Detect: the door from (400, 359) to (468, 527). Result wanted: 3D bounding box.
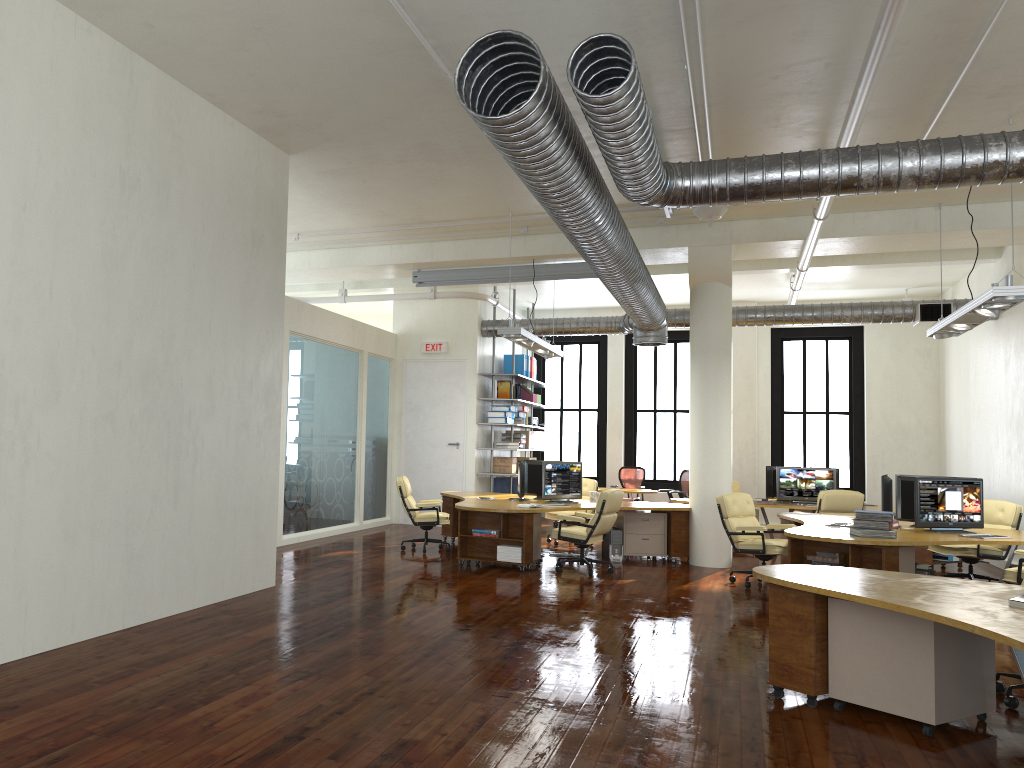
[{"bbox_3d":[-1.430,1.060,16.149,1.328,3.029,0.089,-1,-4,23],"label":"door"}]

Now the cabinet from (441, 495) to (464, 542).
[{"bbox_3d":[-0.464,2.065,13.524,0.809,0.709,0.968,4,-5,-34],"label":"cabinet"}]

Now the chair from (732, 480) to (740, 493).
[{"bbox_3d":[3.653,2.130,14.941,0.708,1.021,0.792,2,-4,-7],"label":"chair"}]

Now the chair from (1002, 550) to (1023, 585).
[{"bbox_3d":[4.879,1.669,7.932,0.859,1.021,0.647,-2,-5,43],"label":"chair"}]

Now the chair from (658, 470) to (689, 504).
[{"bbox_3d":[-0.602,1.978,15.495,7.697,1.157,0.970,2,-4,-8],"label":"chair"}]

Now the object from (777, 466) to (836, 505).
[{"bbox_3d":[4.443,1.537,13.387,0.856,0.552,0.274,0,-4,17],"label":"object"}]

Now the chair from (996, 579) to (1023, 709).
[{"bbox_3d":[3.335,1.444,5.399,0.716,1.021,0.778,4,-4,-31],"label":"chair"}]

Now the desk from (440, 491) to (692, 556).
[{"bbox_3d":[0.193,2.001,12.597,3.560,0.734,3.809,4,-5,-32],"label":"desk"}]

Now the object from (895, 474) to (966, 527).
[{"bbox_3d":[4.534,1.263,9.492,0.265,0.552,0.884,4,-5,-38],"label":"object"}]

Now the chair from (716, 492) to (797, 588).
[{"bbox_3d":[2.795,1.753,9.989,0.648,1.021,0.857,5,-5,-41],"label":"chair"}]

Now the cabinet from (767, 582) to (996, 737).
[{"bbox_3d":[2.188,1.556,5.240,0.807,0.709,0.971,4,-5,-36],"label":"cabinet"}]

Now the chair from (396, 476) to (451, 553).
[{"bbox_3d":[-1.225,1.802,12.341,0.799,1.021,0.701,1,-4,4],"label":"chair"}]

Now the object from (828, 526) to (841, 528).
[{"bbox_3d":[3.317,1.473,9.149,0.114,0.015,0.130,1,-4,6],"label":"object"}]

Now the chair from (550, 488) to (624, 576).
[{"bbox_3d":[0.886,1.744,10.652,0.851,1.021,0.654,-1,-4,29],"label":"chair"}]

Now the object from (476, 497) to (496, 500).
[{"bbox_3d":[-0.363,1.587,12.298,0.229,0.016,0.476,2,-4,-5],"label":"object"}]

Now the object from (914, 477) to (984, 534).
[{"bbox_3d":[4.417,1.221,8.947,0.776,0.552,0.302,2,-4,-12],"label":"object"}]

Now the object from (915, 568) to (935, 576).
[{"bbox_3d":[3.803,1.990,8.586,0.163,0.411,0.527,4,-5,-42],"label":"object"}]

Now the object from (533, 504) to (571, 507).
[{"bbox_3d":[0.482,1.536,11.235,0.457,0.016,0.239,3,-4,-13],"label":"object"}]

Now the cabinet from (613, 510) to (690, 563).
[{"bbox_3d":[1.887,2.039,12.173,0.888,0.709,0.889,2,-4,-4],"label":"cabinet"}]

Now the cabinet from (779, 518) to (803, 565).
[{"bbox_3d":[3.896,1.991,10.664,0.861,0.709,0.916,2,-4,-11],"label":"cabinet"}]

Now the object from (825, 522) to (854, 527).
[{"bbox_3d":[3.524,1.502,9.491,0.251,0.016,0.431,-1,-5,33],"label":"object"}]

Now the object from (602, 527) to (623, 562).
[{"bbox_3d":[1.357,2.159,11.984,0.180,0.411,0.480,1,-4,-5],"label":"object"}]

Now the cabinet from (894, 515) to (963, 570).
[{"bbox_3d":[5.570,2.157,12.305,0.806,0.709,0.972,4,-5,-36],"label":"cabinet"}]

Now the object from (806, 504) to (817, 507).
[{"bbox_3d":[4.515,1.766,12.796,0.519,0.016,0.209,-1,-5,30],"label":"object"}]

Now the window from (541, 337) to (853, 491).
[{"bbox_3d":[5.275,0.437,1.207,74.060,14.076,45.994,1,-4,4],"label":"window"}]

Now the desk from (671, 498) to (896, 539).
[{"bbox_3d":[4.739,2.226,13.888,4.210,0.734,3.224,0,-4,25],"label":"desk"}]

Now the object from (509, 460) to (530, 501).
[{"bbox_3d":[0.100,1.334,12.330,0.295,0.552,0.795,1,-4,-1],"label":"object"}]

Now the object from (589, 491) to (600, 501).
[{"bbox_3d":[1.178,1.607,12.721,0.131,0.131,0.118,4,-4,-30],"label":"object"}]

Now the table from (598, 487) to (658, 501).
[{"bbox_3d":[1.913,2.323,16.420,1.630,0.744,1.337,-2,-6,45],"label":"table"}]

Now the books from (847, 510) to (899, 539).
[{"bbox_3d":[3.356,1.307,8.283,0.453,0.227,0.418,-1,-5,30],"label":"books"}]

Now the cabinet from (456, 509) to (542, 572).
[{"bbox_3d":[-0.098,1.901,11.051,0.962,0.709,0.815,-1,-4,27],"label":"cabinet"}]

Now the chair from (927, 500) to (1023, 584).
[{"bbox_3d":[5.339,1.848,10.272,0.759,1.021,0.738,2,-4,-11],"label":"chair"}]

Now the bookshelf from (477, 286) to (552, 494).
[{"bbox_3d":[0.141,0.572,17.396,0.699,4.601,3.377,0,-4,15],"label":"bookshelf"}]

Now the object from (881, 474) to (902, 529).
[{"bbox_3d":[3.975,1.244,9.462,0.317,0.552,0.739,-1,-5,27],"label":"object"}]

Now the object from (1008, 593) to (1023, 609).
[{"bbox_3d":[2.808,1.093,4.556,0.547,0.093,0.409,1,-4,15],"label":"object"}]

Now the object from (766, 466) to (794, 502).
[{"bbox_3d":[4.284,1.576,14.002,0.743,0.552,0.315,4,-5,-29],"label":"object"}]

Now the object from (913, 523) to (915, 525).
[{"bbox_3d":[4.708,1.553,9.710,0.207,0.016,0.522,5,-5,-42],"label":"object"}]

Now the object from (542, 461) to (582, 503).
[{"bbox_3d":[0.690,1.328,12.006,0.731,0.552,0.320,5,-5,-40],"label":"object"}]

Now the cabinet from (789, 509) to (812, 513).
[{"bbox_3d":[5.092,2.318,14.781,0.957,0.709,0.820,0,-4,24],"label":"cabinet"}]

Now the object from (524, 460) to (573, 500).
[{"bbox_3d":[0.546,1.366,12.595,0.882,0.552,0.265,-1,-4,31],"label":"object"}]

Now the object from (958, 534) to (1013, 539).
[{"bbox_3d":[4.552,1.464,8.525,0.437,0.016,0.248,4,-5,-29],"label":"object"}]

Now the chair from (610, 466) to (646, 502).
[{"bbox_3d":[2.296,2.186,17.232,0.789,1.157,0.695,-1,-4,28],"label":"chair"}]

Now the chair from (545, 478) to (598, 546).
[{"bbox_3d":[0.902,1.960,13.681,0.781,1.021,0.712,-1,-4,29],"label":"chair"}]

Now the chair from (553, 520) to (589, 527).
[{"bbox_3d":[1.149,2.127,16.873,0.820,1.157,0.670,0,-4,23],"label":"chair"}]

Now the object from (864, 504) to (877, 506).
[{"bbox_3d":[5.407,1.856,13.694,0.229,0.016,0.476,2,-4,-5],"label":"object"}]

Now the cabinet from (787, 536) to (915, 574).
[{"bbox_3d":[3.279,1.814,8.429,0.805,0.709,0.972,5,-5,-41],"label":"cabinet"}]

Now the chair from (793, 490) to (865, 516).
[{"bbox_3d":[4.372,1.964,12.300,0.696,1.021,0.805,2,-4,-12],"label":"chair"}]

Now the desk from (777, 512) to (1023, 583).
[{"bbox_3d":[4.182,1.907,9.626,3.793,0.734,3.600,2,-4,-10],"label":"desk"}]

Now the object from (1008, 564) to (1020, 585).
[{"bbox_3d":[5.169,2.056,8.942,0.192,0.411,0.449,0,-4,16],"label":"object"}]

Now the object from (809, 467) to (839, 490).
[{"bbox_3d":[4.840,1.574,13.746,0.285,0.552,0.823,2,-4,-11],"label":"object"}]

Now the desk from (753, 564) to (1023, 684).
[{"bbox_3d":[3.524,1.488,3.983,3.485,0.734,3.920,2,-4,-5],"label":"desk"}]

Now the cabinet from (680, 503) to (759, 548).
[{"bbox_3d":[3.179,2.175,13.562,0.880,0.709,0.897,2,-4,-6],"label":"cabinet"}]
